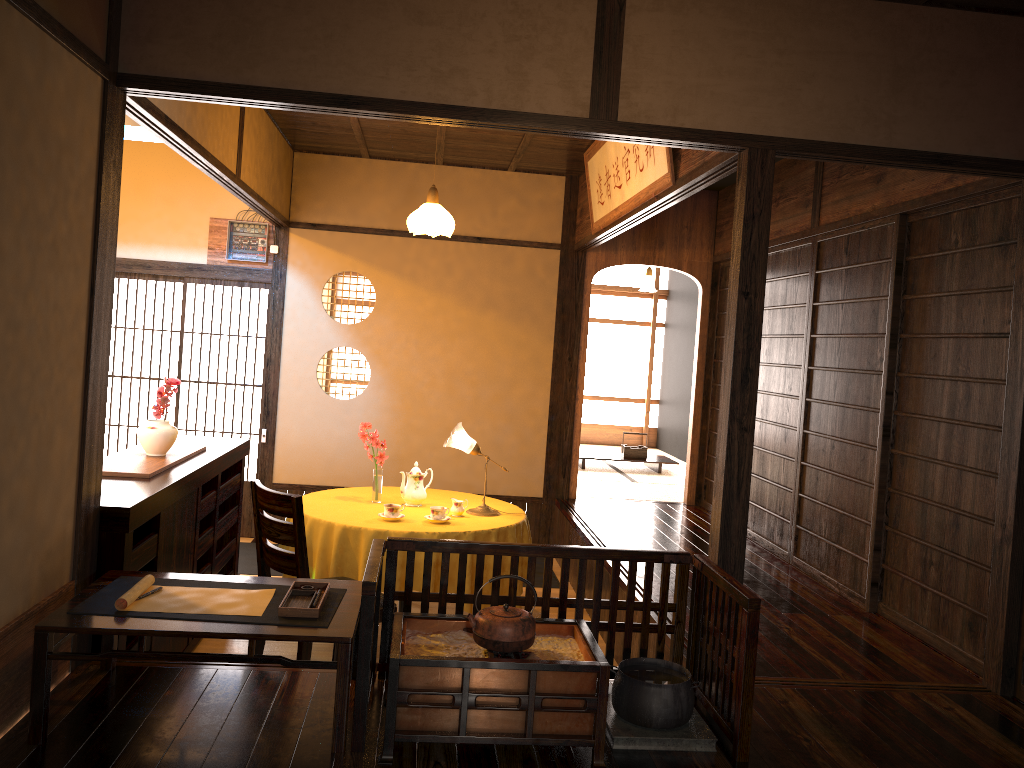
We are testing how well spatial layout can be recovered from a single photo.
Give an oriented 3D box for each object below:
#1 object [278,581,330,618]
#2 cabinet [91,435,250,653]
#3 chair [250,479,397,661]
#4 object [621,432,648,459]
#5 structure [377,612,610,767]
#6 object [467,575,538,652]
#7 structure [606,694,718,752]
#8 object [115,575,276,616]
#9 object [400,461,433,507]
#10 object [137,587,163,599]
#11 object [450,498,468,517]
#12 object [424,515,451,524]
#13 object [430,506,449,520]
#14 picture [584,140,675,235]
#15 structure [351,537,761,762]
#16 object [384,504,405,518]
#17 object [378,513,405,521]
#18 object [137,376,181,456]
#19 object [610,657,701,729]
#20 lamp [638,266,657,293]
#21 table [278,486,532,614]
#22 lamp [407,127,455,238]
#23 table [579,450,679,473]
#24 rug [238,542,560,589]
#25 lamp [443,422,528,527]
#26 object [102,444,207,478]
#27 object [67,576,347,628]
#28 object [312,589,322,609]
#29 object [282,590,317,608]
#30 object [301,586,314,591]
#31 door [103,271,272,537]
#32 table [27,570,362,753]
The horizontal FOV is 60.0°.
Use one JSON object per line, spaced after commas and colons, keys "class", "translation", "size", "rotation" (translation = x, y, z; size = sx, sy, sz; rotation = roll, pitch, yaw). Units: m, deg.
{"class": "object", "translation": [-0.662, 0.688, 2.842], "size": [0.121, 0.028, 0.295], "rotation": [4, 3, -5]}
{"class": "cabinet", "translation": [-1.756, 0.857, 4.258], "size": [0.489, 0.970, 2.188], "rotation": [4, 2, -6]}
{"class": "chair", "translation": [-0.883, 0.936, 4.039], "size": [0.577, 0.960, 0.491], "rotation": [3, 2, -41]}
{"class": "object", "translation": [1.300, 0.645, 9.404], "size": [0.260, 0.258, 0.150], "rotation": [4, 1, -6]}
{"class": "structure", "translation": [-0.062, 0.938, 2.764], "size": [0.666, 0.300, 0.453], "rotation": [4, 2, -6]}
{"class": "object", "translation": [-0.019, 0.702, 2.764], "size": [0.198, 0.216, 0.198], "rotation": [5, 2, 33]}
{"class": "structure", "translation": [0.456, 1.100, 2.890], "size": [0.330, 0.040, 0.330], "rotation": [4, 3, -6]}
{"class": "object", "translation": [-0.983, 0.663, 2.794], "size": [0.430, 0.038, 0.275], "rotation": [4, 3, -6]}
{"class": "object", "translation": [-0.551, 0.570, 5.089], "size": [0.163, 0.252, 0.154], "rotation": [4, 1, 7]}
{"class": "object", "translation": [-1.148, 0.663, 2.813], "size": [0.012, 0.010, 0.141], "rotation": [4, 3, 9]}
{"class": "object", "translation": [-0.296, 0.675, 4.873], "size": [0.083, 0.098, 0.078], "rotation": [3, 2, -36]}
{"class": "object", "translation": [-0.392, 0.714, 4.665], "size": [0.144, 0.024, 0.144], "rotation": [6, 3, 44]}
{"class": "object", "translation": [-0.388, 0.682, 4.661], "size": [0.090, 0.076, 0.099], "rotation": [3, 2, -21]}
{"class": "picture", "translation": [0.642, -1.285, 5.236], "size": [0.117, 0.565, 2.046], "rotation": [4, 2, -6]}
{"class": "structure", "translation": [0.114, 0.844, 2.925], "size": [1.197, 0.499, 0.598], "rotation": [4, 2, -6]}
{"class": "object", "translation": [-0.625, 0.666, 4.639], "size": [0.099, 0.076, 0.090], "rotation": [5, 2, 19]}
{"class": "object", "translation": [-0.632, 0.698, 4.641], "size": [0.144, 0.024, 0.144], "rotation": [6, 3, 44]}
{"class": "object", "translation": [-1.727, 0.156, 4.408], "size": [0.189, 0.378, 0.321], "rotation": [4, 2, 3]}
{"class": "object", "translation": [0.460, 1.007, 2.890], "size": [0.266, 0.147, 0.267], "rotation": [2, 3, -39]}
{"class": "lamp", "translation": [1.467, -1.374, 9.386], "size": [0.196, 0.798, 0.225], "rotation": [4, 1, 2]}
{"class": "table", "translation": [-0.596, 1.043, 5.047], "size": [1.444, 0.695, 1.444], "rotation": [4, 2, -5]}
{"class": "lamp", "translation": [-0.437, -1.246, 5.032], "size": [0.249, 0.810, 0.277], "rotation": [4, 1, 16]}
{"class": "table", "translation": [1.100, 0.820, 9.388], "size": [1.200, 0.118, 0.601], "rotation": [4, 2, -6]}
{"class": "rug", "translation": [-1.157, 1.290, 6.412], "size": [2.954, 0.005, 0.902], "rotation": [4, 3, -6]}
{"class": "lamp", "translation": [-0.163, 0.821, 5.001], "size": [0.511, 1.202, 0.198], "rotation": [4, 1, -5]}
{"class": "object", "translation": [-1.733, 0.361, 4.280], "size": [0.267, 0.020, 0.998], "rotation": [4, 3, -6]}
{"class": "object", "translation": [-0.934, 0.686, 2.813], "size": [0.760, 0.003, 0.405], "rotation": [4, 3, -3]}
{"class": "object", "translation": [-0.629, 0.692, 2.858], "size": [0.012, 0.012, 0.180], "rotation": [4, 3, -6]}
{"class": "object", "translation": [-0.671, 0.689, 2.800], "size": [0.082, 0.019, 0.200], "rotation": [4, 3, -5]}
{"class": "object", "translation": [-0.676, 0.682, 2.928], "size": [0.040, 0.021, 0.040], "rotation": [2, 3, -43]}
{"class": "door", "translation": [-3.264, 0.119, 6.848], "size": [2.647, 1.999, 0.066], "rotation": [4, 1, -6]}
{"class": "table", "translation": [-0.937, 0.856, 2.817], "size": [0.880, 0.336, 0.601], "rotation": [4, 2, -6]}
